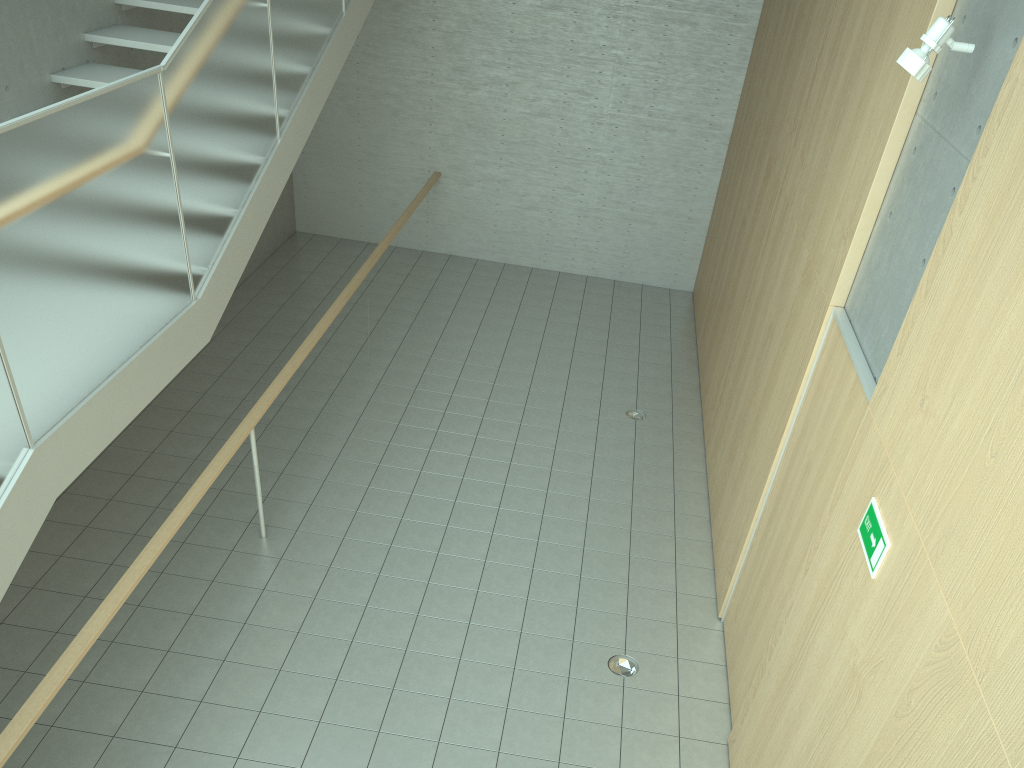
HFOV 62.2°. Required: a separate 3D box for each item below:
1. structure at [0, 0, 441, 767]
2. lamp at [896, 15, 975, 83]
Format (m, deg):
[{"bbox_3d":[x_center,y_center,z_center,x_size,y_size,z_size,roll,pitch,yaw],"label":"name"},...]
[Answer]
[{"bbox_3d":[-2.413,-0.673,4.132,1.882,4.928,10.877,9,32,4],"label":"structure"},{"bbox_3d":[1.474,-1.171,2.971,0.231,0.226,0.122,-1,35,-12],"label":"lamp"}]
